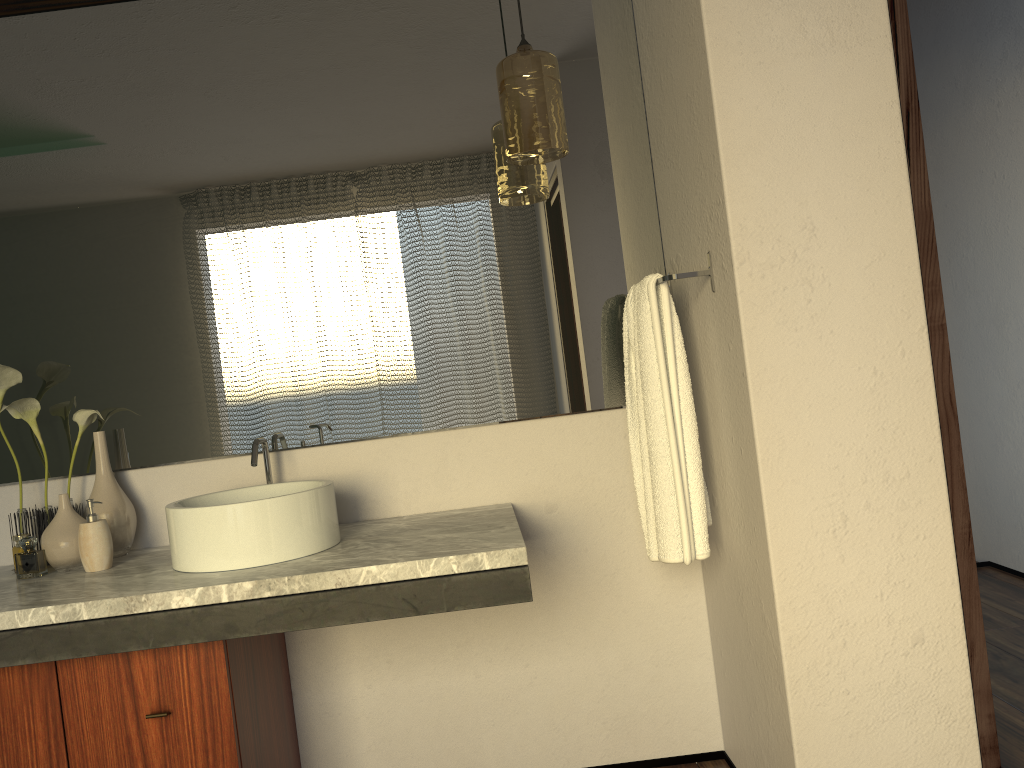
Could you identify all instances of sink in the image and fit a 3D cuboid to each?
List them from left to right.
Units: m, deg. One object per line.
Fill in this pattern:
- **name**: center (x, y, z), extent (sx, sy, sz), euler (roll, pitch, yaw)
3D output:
- **sink**: center (-0.559, 0.302, 1.925), extent (0.351, 0.131, 0.364), euler (-7, 1, -24)

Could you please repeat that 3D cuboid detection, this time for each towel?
- **towel**: center (0.328, 0.082, 1.966), extent (0.163, 0.636, 0.254), euler (-7, 0, 16)

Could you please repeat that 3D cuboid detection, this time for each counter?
- **counter**: center (-1.102, 0.487, 1.913), extent (2.259, 0.101, 0.587), euler (-7, 1, 0)

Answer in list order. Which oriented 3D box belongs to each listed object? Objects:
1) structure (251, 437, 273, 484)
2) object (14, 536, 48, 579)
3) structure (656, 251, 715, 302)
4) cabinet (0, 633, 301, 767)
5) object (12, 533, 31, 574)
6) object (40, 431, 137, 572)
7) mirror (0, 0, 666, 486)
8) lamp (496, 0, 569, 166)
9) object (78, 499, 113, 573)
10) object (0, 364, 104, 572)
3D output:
- **structure**: center (-0.602, 0.250, 2.089), extent (0.066, 0.242, 0.164), euler (-7, 0, 1)
- **object**: center (-1.070, 0.384, 1.966), extent (0.057, 0.090, 0.038), euler (-7, 0, 9)
- **structure**: center (0.351, -0.223, 1.975), extent (0.102, 0.088, 0.369), euler (-7, 1, -3)
- **cabinet**: center (-0.863, 0.806, 1.951), extent (0.659, 0.599, 0.512), euler (-7, 0, -1)
- **object**: center (-1.117, 0.391, 2.025), extent (0.038, 0.092, 0.067), euler (-7, 0, -41)
- **object**: center (-0.999, 0.269, 2.078), extent (0.122, 0.305, 0.235), euler (-7, 0, 25)
- **mirror**: center (-1.674, -0.277, 2.198), extent (4.079, 1.152, 0.017), euler (-7, 0, 0)
- **lamp**: center (0.003, -0.930, 1.949), extent (0.142, 0.867, 0.135), euler (-7, 0, 41)
- **object**: center (-0.927, 0.334, 1.964), extent (0.069, 0.158, 0.071), euler (-7, 0, -18)
- **object**: center (-1.091, 0.180, 2.110), extent (0.239, 0.504, 0.191), euler (-7, 0, -23)
